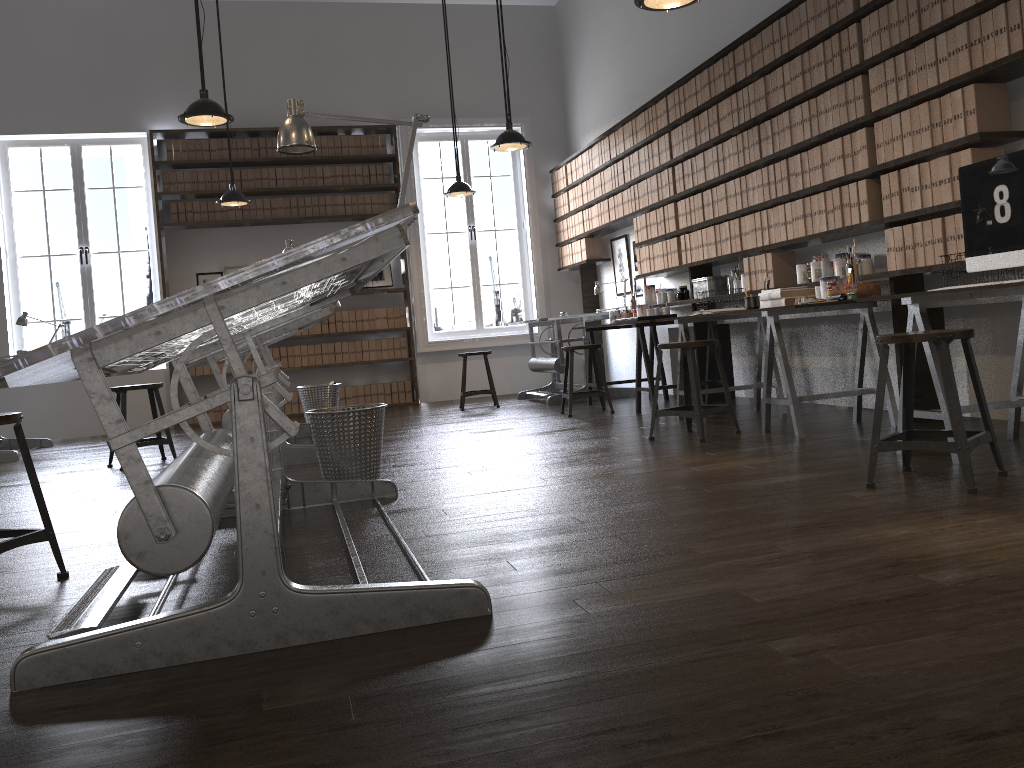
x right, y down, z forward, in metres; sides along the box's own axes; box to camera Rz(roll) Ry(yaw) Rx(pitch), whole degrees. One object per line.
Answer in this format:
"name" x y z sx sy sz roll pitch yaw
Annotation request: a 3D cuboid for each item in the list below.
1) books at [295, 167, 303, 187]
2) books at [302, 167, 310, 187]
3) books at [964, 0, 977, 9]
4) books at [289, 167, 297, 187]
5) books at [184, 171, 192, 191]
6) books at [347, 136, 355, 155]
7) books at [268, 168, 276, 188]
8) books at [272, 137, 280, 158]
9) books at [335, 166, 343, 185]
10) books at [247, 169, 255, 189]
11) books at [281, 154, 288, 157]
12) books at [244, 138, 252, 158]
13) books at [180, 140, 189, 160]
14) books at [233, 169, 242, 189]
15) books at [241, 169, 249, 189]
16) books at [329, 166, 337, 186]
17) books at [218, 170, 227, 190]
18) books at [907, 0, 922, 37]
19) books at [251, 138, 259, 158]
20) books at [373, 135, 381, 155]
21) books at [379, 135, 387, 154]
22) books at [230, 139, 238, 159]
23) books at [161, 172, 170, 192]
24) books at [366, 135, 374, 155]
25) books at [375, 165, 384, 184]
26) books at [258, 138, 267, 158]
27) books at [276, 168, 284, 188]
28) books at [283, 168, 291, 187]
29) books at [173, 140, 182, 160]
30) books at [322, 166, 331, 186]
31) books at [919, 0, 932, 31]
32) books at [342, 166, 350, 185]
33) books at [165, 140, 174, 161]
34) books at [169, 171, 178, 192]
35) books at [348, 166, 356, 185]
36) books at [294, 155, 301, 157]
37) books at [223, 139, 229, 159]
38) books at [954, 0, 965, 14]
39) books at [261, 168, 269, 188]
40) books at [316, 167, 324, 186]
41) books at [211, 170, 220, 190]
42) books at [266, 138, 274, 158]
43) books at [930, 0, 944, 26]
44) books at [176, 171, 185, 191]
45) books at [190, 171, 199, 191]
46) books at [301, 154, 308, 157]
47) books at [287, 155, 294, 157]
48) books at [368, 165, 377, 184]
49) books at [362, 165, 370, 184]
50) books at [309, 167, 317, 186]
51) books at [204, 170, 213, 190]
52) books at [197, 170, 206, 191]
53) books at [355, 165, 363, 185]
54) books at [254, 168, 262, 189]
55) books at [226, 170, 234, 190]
"books" -2.249 -2.164 9.370 0.067 0.226 0.174 -5 1 -14
"books" -2.184 -2.171 9.394 0.067 0.225 0.174 -5 1 -14
"books" 2.081 -1.763 3.898 0.175 0.226 0.067 -5 0 -14
"books" -2.315 -2.158 9.357 0.067 0.225 0.174 -5 1 -14
"books" -3.320 -2.060 9.096 0.067 0.225 0.174 -5 1 -14
"books" -1.729 -2.535 9.514 0.067 0.225 0.174 -5 1 -14
"books" -2.517 -2.138 9.304 0.067 0.225 0.174 -5 1 -14
"books" -2.478 -2.462 9.317 0.067 0.225 0.174 -5 1 -14
"books" -1.852 -2.203 9.472 0.067 0.226 0.174 -5 1 -14
"books" -2.718 -2.119 9.253 0.067 0.225 0.174 -5 1 -14
"books" -2.409 -2.469 9.339 0.067 0.225 0.174 -5 1 -14
"books" -2.754 -2.435 9.248 0.067 0.225 0.174 -5 1 -14
"books" -3.354 -2.377 9.095 0.067 0.225 0.174 -5 1 -14
"books" -2.852 -2.105 9.215 0.067 0.226 0.174 -5 1 -14
"books" -2.782 -2.112 9.239 0.067 0.225 0.174 -5 1 -14
"books" -1.917 -2.197 9.460 0.067 0.225 0.174 -5 1 -14
"books" -2.993 -2.092 9.179 0.067 0.225 0.174 -5 1 -14
"books" 1.994 -1.774 4.242 0.175 0.226 0.067 -5 0 -14
"books" -2.687 -2.442 9.270 0.067 0.225 0.174 -5 1 -14
"books" -1.471 -2.560 9.584 0.067 0.225 0.174 -5 1 -14
"books" -1.402 -2.567 9.597 0.067 0.225 0.174 -5 1 -14
"books" -2.892 -2.422 9.217 0.067 0.225 0.174 -5 1 -14
"books" -3.526 -2.040 9.047 0.067 0.225 0.174 -5 1 -14
"books" -1.539 -2.554 9.566 0.067 0.225 0.174 -5 1 -14
"books" -1.439 -2.243 9.585 0.067 0.225 0.174 -5 1 -14
"books" -2.613 -2.449 9.284 0.067 0.226 0.174 -5 1 -14
"books" -2.445 -2.145 9.320 0.067 0.226 0.174 -5 1 -14
"books" -2.375 -2.152 9.340 0.067 0.225 0.174 -5 1 -14
"books" -3.423 -2.370 9.073 0.067 0.225 0.174 -5 1 -14
"books" -1.977 -2.191 9.443 0.067 0.225 0.174 -5 1 -14
"books" 2.018 -1.772 4.171 0.175 0.225 0.066 -5 0 -14
"books" -1.788 -2.209 9.495 0.067 0.225 0.174 -5 1 -14
"books" -3.493 -2.363 9.055 0.067 0.226 0.174 -5 1 -14
"books" -3.459 -2.047 9.063 0.067 0.225 0.174 -5 1 -14
"books" -1.720 -2.216 9.512 0.067 0.225 0.174 -5 1 -14
"books" -2.275 -2.482 9.375 0.067 0.225 0.174 -5 1 -14
"books" -2.956 -2.415 9.194 0.067 0.226 0.174 -5 1 -14
"books" 2.070 -1.766 3.965 0.175 0.225 0.066 -5 0 -14
"books" -2.586 -2.131 9.282 0.067 0.225 0.174 -5 1 -14
"books" -2.047 -2.184 9.423 0.067 0.226 0.174 -5 1 -14
"books" -3.062 -2.085 9.166 0.067 0.225 0.174 -5 1 -14
"books" -2.543 -2.456 9.307 0.067 0.225 0.174 -5 1 -14
"books" 2.031 -1.769 4.101 0.174 0.225 0.066 -5 0 -14
"books" -3.390 -2.053 9.076 0.067 0.226 0.174 -5 1 -14
"books" -3.260 -2.066 9.113 0.067 0.225 0.174 -5 1 -14
"books" -2.202 -2.489 9.393 0.067 0.225 0.174 -5 1 -14
"books" -2.342 -2.475 9.360 0.067 0.225 0.174 -5 1 -14
"books" -1.509 -2.236 9.562 0.067 0.226 0.174 -5 1 -14
"books" -1.583 -2.229 9.548 0.067 0.225 0.174 -5 1 -14
"books" -2.116 -2.177 9.409 0.067 0.225 0.174 -5 1 -14
"books" -3.131 -2.078 9.148 0.067 0.225 0.174 -5 1 -14
"books" -3.195 -2.072 9.126 0.067 0.226 0.174 -5 1 -14
"books" -1.650 -2.222 9.526 0.067 0.225 0.174 -5 1 -14
"books" -2.656 -2.124 9.264 0.067 0.226 0.174 -5 1 -14
"books" -2.926 -2.098 9.202 0.067 0.225 0.174 -5 1 -14
